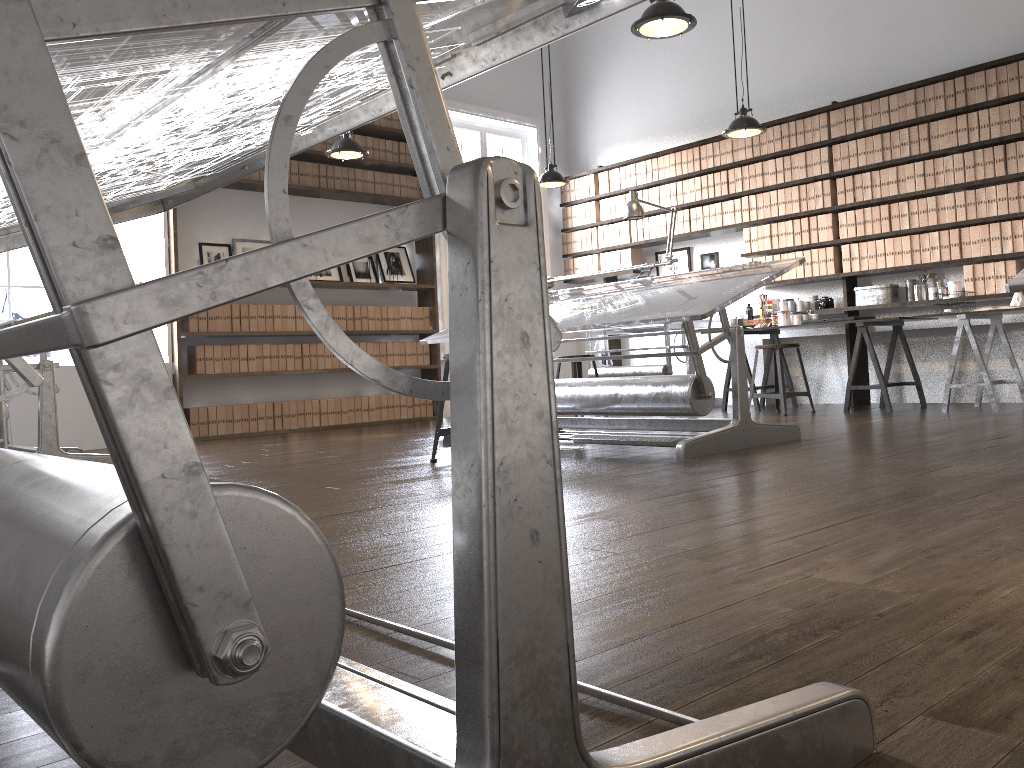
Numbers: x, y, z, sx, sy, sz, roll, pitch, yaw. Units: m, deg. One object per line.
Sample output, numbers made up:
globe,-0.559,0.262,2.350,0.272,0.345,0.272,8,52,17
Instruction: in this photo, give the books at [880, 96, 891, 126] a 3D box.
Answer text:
books,2.941,-2.106,6.890,0.175,0.226,0.067,-2,-2,-42

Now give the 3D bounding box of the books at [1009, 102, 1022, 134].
books,3.557,-1.846,6.205,0.175,0.226,0.067,-2,-2,-42

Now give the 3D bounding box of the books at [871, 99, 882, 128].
books,2.897,-2.105,6.945,0.175,0.226,0.066,-2,-2,-42

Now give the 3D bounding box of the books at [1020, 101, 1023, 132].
books,3.609,-1.848,6.157,0.174,0.226,0.066,-2,-2,-42

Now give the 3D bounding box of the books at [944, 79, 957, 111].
books,3.266,-2.116,6.534,0.175,0.226,0.066,-2,-2,-42

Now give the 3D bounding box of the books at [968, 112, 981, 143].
books,3.375,-1.841,6.412,0.174,0.226,0.066,-2,-2,-42

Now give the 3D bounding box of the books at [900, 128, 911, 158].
books,3.045,-1.831,6.779,0.174,0.226,0.066,-2,-2,-42

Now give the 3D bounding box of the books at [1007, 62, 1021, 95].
books,3.549,-2.124,6.216,0.175,0.226,0.066,-2,-2,-42

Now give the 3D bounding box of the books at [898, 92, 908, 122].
books,3.034,-2.109,6.791,0.175,0.226,0.066,-2,-2,-42

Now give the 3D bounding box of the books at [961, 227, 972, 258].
books,3.349,-1.023,6.461,0.175,0.226,0.066,-2,-2,-42

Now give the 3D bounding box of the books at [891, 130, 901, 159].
books,3.001,-1.830,6.834,0.174,0.226,0.066,-2,-2,-42

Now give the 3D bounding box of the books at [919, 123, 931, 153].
books,3.142,-1.834,6.670,0.175,0.226,0.067,-2,-2,-42

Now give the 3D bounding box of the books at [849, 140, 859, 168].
books,2.771,-1.823,7.084,0.175,0.226,0.067,-2,-2,-42

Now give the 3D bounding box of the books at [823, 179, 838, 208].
books,2.627,-1.551,7.259,0.175,0.226,0.066,-2,-2,-42

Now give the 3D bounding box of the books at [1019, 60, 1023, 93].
books,3.598,-2.125,6.160,0.175,0.226,0.066,-2,-2,-42

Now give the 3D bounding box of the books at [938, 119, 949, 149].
books,3.237,-1.837,6.568,0.175,0.226,0.066,-2,-2,-42

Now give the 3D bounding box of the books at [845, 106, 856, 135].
books,2.752,-2.100,7.099,0.175,0.226,0.066,-2,-2,-42

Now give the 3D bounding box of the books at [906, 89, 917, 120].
books,3.075,-2.110,6.739,0.175,0.226,0.067,-2,-2,-42

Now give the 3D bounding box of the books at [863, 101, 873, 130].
books,2.852,-2.103,6.998,0.174,0.226,0.066,-2,-2,-42

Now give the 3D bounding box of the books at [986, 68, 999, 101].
books,3.455,-2.121,6.318,0.174,0.226,0.066,-2,-2,-42

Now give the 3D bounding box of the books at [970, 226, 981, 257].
books,3.391,-1.025,6.411,0.175,0.226,0.066,-2,-2,-42

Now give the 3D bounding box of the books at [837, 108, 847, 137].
books,2.704,-2.099,7.152,0.175,0.226,0.067,-2,-2,-42

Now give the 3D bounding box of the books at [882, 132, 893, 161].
books,2.954,-1.829,6.887,0.175,0.226,0.066,-2,-2,-42

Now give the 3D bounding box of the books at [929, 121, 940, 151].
books,3.196,-1.836,6.618,0.175,0.226,0.066,-2,-2,-42

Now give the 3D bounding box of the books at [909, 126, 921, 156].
books,3.096,-1.833,6.729,0.175,0.226,0.066,-2,-2,-42

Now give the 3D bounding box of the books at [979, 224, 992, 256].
books,3.430,-1.025,6.361,0.175,0.226,0.067,-2,-2,-42

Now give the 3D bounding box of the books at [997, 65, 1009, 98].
books,3.504,-2.123,6.269,0.174,0.226,0.066,-2,-2,-42

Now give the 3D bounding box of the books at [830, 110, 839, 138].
books,2.665,-2.098,7.202,0.175,0.226,0.066,-2,-2,-42

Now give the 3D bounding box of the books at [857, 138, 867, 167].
books,2.821,-1.825,7.032,0.175,0.226,0.066,-2,-2,-42

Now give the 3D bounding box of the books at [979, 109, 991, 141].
books,3.423,-1.842,6.356,0.175,0.226,0.067,-2,-2,-42

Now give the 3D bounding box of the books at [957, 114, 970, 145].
books,3.324,-1.839,6.464,0.175,0.226,0.066,-2,-2,-42

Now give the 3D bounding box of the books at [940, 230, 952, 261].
books,3.250,-1.020,6.572,0.175,0.226,0.066,-2,-2,-42

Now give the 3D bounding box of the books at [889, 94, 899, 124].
books,2.991,-2.107,6.837,0.175,0.226,0.066,-2,-2,-42

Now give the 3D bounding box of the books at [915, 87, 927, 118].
books,3.124,-2.111,6.692,0.175,0.226,0.066,-2,-2,-42

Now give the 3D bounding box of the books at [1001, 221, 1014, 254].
books,3.529,-1.028,6.256,0.174,0.226,0.066,-2,-2,-42

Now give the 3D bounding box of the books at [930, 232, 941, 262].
books,3.199,-1.019,6.622,0.174,0.226,0.066,-2,-2,-42

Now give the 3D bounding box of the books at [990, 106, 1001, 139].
books,3.473,-1.844,6.303,0.175,0.226,0.066,-2,-2,-42

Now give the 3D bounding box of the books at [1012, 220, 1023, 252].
books,3.578,-1.030,6.206,0.174,0.226,0.066,-2,-2,-42

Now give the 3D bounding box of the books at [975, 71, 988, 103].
books,3.404,-2.119,6.370,0.175,0.226,0.066,-2,-2,-42

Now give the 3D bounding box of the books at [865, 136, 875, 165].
books,2.864,-1.826,6.986,0.175,0.226,0.066,-2,-2,-42

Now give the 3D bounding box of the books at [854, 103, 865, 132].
books,2.803,-2.102,7.047,0.174,0.226,0.066,-2,-2,-42

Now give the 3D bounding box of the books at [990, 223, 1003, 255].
books,3.478,-1.027,6.307,0.175,0.226,0.066,-2,-2,-42

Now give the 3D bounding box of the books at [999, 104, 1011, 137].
books,3.516,-1.845,6.257,0.175,0.226,0.066,-2,-2,-42

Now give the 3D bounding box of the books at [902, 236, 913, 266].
books,3.058,-1.015,6.776,0.175,0.226,0.067,-2,-2,-42

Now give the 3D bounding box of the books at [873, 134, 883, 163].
books,2.905,-1.827,6.933,0.175,0.226,0.067,-2,-2,-42

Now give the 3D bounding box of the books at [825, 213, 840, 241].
books,2.637,-1.273,7.242,0.175,0.226,0.067,-2,-2,-42

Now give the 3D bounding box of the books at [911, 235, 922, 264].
books,3.108,-1.016,6.730,0.175,0.226,0.066,-2,-2,-42

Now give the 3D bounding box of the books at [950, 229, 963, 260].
books,3.296,-1.022,6.513,0.175,0.226,0.067,-2,-2,-42

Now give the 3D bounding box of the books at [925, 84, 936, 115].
books,3.171,-2.113,6.640,0.174,0.226,0.066,-2,-2,-42

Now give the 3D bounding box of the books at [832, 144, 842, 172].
books,2.682,-1.821,7.192,0.174,0.226,0.066,-2,-2,-42

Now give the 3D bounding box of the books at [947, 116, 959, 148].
books,3.276,-1.838,6.518,0.175,0.226,0.067,-2,-2,-42

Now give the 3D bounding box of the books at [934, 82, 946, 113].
books,3.215,-2.114,6.584,0.174,0.226,0.066,-2,-2,-42

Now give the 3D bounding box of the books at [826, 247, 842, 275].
books,2.648,-1.003,7.236,0.175,0.226,0.067,-2,-2,-42

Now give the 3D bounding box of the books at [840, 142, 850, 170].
books,2.727,-1.822,7.139,0.175,0.226,0.066,-2,-2,-42
